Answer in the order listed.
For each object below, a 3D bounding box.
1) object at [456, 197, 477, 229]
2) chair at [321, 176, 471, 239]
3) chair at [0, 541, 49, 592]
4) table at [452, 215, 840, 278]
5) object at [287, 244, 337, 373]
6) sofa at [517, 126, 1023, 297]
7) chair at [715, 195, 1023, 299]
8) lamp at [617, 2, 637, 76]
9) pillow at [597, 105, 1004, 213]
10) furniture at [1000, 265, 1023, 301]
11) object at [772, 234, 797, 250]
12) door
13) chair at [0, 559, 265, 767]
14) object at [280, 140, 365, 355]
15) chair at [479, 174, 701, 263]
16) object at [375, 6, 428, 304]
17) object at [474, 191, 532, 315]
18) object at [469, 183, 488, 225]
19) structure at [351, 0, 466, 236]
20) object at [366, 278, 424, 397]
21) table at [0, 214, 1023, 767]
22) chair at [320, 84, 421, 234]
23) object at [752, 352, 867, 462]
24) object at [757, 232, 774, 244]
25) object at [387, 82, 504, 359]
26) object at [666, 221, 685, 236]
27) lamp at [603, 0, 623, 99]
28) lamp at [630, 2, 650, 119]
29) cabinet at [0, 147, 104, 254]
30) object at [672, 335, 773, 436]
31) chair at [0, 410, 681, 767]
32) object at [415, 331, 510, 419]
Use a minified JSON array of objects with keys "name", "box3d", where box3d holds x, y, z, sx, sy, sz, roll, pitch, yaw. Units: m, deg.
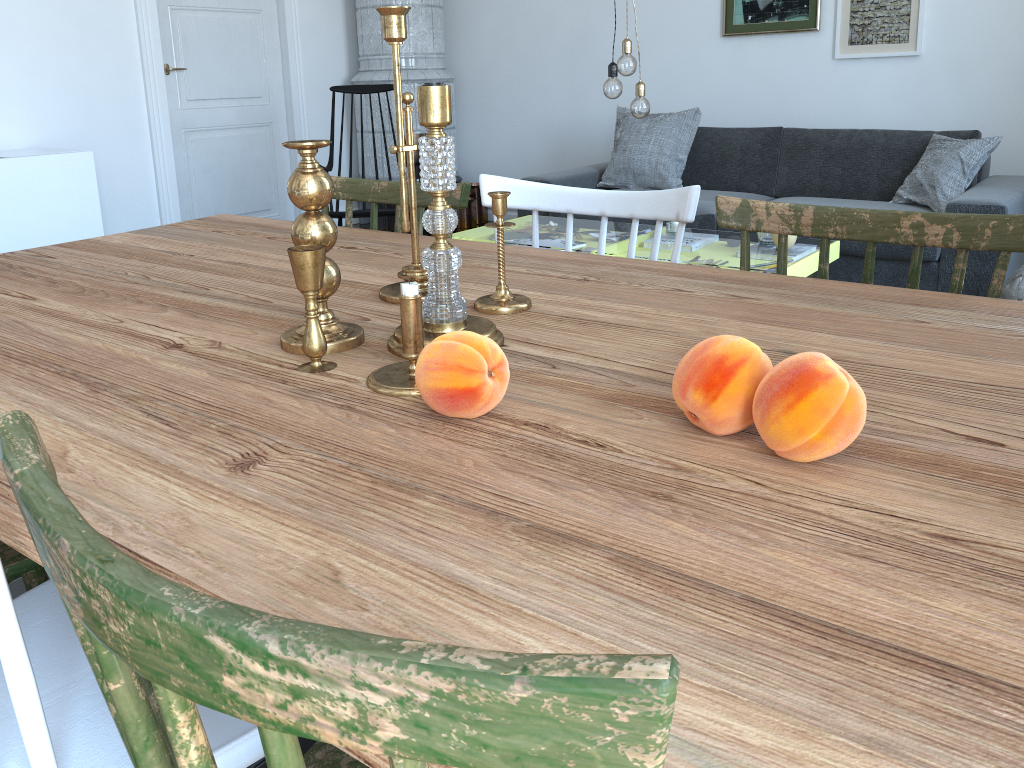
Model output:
[{"name":"object","box3d":[-0.330,-1.201,6.188,0.175,0.194,0.176,6,18,26]},{"name":"chair","box3d":[-0.366,0.009,1.798,0.471,0.805,0.496,9,18,34]},{"name":"chair","box3d":[-0.810,0.225,1.219,0.471,0.805,0.496,9,18,34]},{"name":"table","box3d":[0.471,-0.376,3.458,1.414,0.388,0.613,12,22,35]},{"name":"object","box3d":[-0.221,-0.082,0.973,0.049,0.135,0.050,9,17,36]},{"name":"sofa","box3d":[1.272,-0.939,4.525,2.396,0.703,1.107,12,22,35]},{"name":"chair","box3d":[0.427,0.179,1.244,0.471,0.805,0.496,9,18,34]},{"name":"lamp","box3d":[0.399,-1.835,3.058,0.074,1.457,0.076,-3,13,-6]},{"name":"pillow","box3d":[1.382,-1.182,4.516,2.080,0.478,0.487,15,23,40]},{"name":"furniture","box3d":[2.029,-0.243,2.980,0.685,0.372,0.694,11,22,35]},{"name":"object","box3d":[0.964,-0.510,3.117,0.087,0.065,0.089,-9,19,-24]},{"name":"door","box3d":[-1.794,-2.078,5.483,0.117,2.408,1.193,8,17,35]},{"name":"chair","box3d":[-0.426,0.311,0.916,0.470,0.819,0.520,9,18,36]},{"name":"object","box3d":[-0.235,-0.165,1.053,0.101,0.241,0.103,-10,16,-28]},{"name":"chair","box3d":[0.043,0.078,1.543,0.470,0.819,0.520,9,18,36]},{"name":"object","box3d":[-0.145,-0.324,1.261,0.113,0.399,0.117,-2,14,-1]},{"name":"object","box3d":[-0.015,-0.182,1.205,0.080,0.156,0.082,-3,15,-6]},{"name":"object","box3d":[-0.257,-1.299,6.342,0.174,0.273,0.179,9,19,36]},{"name":"structure","box3d":[-0.746,-2.476,5.917,0.779,2.812,1.304,-4,14,-8]},{"name":"object","box3d":[-0.104,-0.056,0.924,0.103,0.111,0.105,5,17,22]},{"name":"table","box3d":[-0.103,0.269,1.191,2.248,0.696,1.040,12,22,35]},{"name":"chair","box3d":[-0.757,-1.080,4.695,0.613,0.977,0.932,-4,16,-8]},{"name":"object","box3d":[0.242,0.019,0.719,0.088,0.087,0.085,6,18,26]},{"name":"object","box3d":[0.938,-0.587,3.220,0.097,0.142,0.100,-2,15,-2]},{"name":"object","box3d":[-0.084,-0.193,1.030,0.141,0.302,0.144,-4,15,-10]},{"name":"object","box3d":[0.639,-0.668,3.438,0.075,0.169,0.076,-6,15,-17]},{"name":"lamp","box3d":[0.356,-1.772,3.123,0.074,1.457,0.088,-2,13,-2]},{"name":"lamp","box3d":[0.447,-1.690,3.091,0.089,1.457,0.076,-9,15,-28]},{"name":"cabinet","box3d":[-2.591,-0.663,4.049,0.595,0.715,1.227,10,21,35]},{"name":"object","box3d":[0.187,0.000,0.781,0.091,0.086,0.085,-10,18,-26]},{"name":"chair","box3d":[-0.017,0.394,0.664,0.471,0.805,0.496,9,18,34]},{"name":"object","box3d":[-0.048,-0.010,0.837,0.086,0.082,0.090,-15,21,-38]}]
